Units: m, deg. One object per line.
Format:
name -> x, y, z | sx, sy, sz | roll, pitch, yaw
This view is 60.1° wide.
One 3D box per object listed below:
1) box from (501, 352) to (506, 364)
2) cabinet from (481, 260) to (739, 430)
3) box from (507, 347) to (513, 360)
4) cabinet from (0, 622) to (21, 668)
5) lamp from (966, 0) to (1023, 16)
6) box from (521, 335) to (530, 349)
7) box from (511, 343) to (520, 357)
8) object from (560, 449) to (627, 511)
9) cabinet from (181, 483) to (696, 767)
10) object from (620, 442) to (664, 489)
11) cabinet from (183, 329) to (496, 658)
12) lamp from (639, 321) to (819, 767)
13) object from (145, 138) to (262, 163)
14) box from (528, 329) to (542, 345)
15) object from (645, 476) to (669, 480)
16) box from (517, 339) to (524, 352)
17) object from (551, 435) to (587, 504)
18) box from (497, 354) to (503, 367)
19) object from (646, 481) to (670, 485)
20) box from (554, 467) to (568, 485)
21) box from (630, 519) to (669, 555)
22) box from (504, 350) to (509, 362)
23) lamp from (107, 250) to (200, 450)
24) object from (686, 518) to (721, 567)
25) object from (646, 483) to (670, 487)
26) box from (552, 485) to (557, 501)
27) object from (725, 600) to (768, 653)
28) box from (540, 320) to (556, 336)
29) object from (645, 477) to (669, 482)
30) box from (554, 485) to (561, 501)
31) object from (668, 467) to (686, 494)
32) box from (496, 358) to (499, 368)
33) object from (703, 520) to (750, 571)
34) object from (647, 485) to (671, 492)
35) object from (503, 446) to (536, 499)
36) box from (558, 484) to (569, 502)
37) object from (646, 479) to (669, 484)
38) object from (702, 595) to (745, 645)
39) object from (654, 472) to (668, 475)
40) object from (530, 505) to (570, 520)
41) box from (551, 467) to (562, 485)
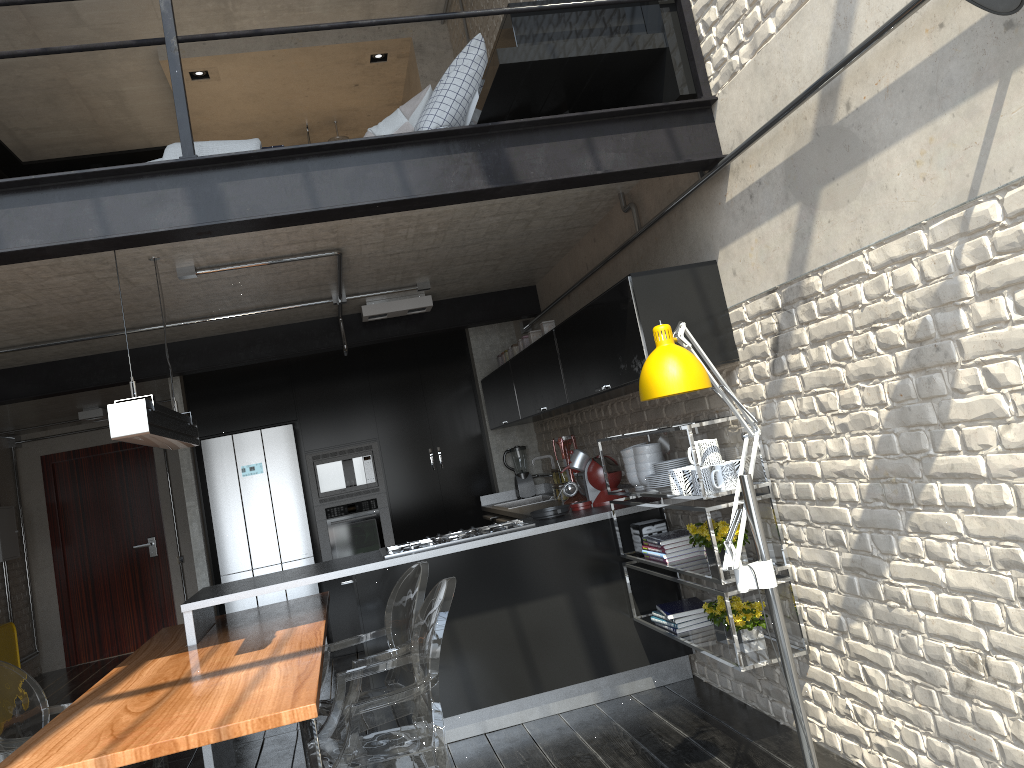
box -> -0.029, -0.185, 6.562 | 0.081, 0.111, 0.080 | -10, -6, -12
cabinet -> 0.318, -0.061, 5.414 | 0.400, 0.424, 3.860 | -10, -4, -12
box -> 0.018, -0.210, 6.338 | 0.081, 0.111, 0.080 | -10, -6, -12
cabinet -> -3.880, 2.161, 5.764 | 0.549, 0.775, 2.181 | -10, -5, -12
lamp -> 0.988, -0.899, 1.784 | 0.359, 0.308, 0.176 | -8, -7, -30
box -> 0.114, -0.264, 5.841 | 0.081, 0.111, 0.080 | -10, -6, -12
box -> 0.045, -0.226, 6.196 | 0.081, 0.111, 0.080 | -10, -6, -12
object -> 0.471, 0.530, 5.083 | 0.351, 0.343, 0.218 | -8, -7, -28
cabinet -> -0.552, 1.378, 5.663 | 2.436, 1.012, 2.722 | -10, -4, -12
object -> 0.659, 0.406, 4.410 | 0.150, 0.218, 0.307 | -9, -5, -15
cabinet -> -1.338, 0.900, 7.402 | 2.325, 2.493, 0.548 | -10, -7, -12
lamp -> 0.768, 0.550, 2.011 | 0.630, 1.630, 1.561 | -11, -6, 1
object -> -1.647, -0.858, 4.982 | 0.683, 0.664, 2.496 | -10, -4, -11
box -> 0.153, -0.285, 5.655 | 0.081, 0.111, 0.080 | -10, -6, -12
object -> 0.730, 0.418, 4.008 | 0.252, 0.031, 0.249 | -7, -6, -43
box -> 0.089, -0.250, 5.973 | 0.081, 0.111, 0.080 | -10, -6, -12
object -> 0.363, 0.550, 5.710 | 0.210, 0.430, 0.201 | -11, -7, 3
box -> -0.061, -0.169, 6.704 | 0.081, 0.111, 0.080 | -10, -6, -12
object -> 0.734, 0.442, 4.005 | 0.252, 0.031, 0.249 | -7, -6, -43
box -> 0.344, 0.624, 6.014 | 0.081, 0.111, 0.080 | -9, -7, -17
box -> 0.694, 0.764, 4.419 | 0.150, 0.151, 0.149 | -10, -6, -12
box -> -0.009, -0.196, 6.470 | 0.081, 0.111, 0.080 | -10, -6, -12
lamp -> -1.448, -0.206, 3.511 | 0.125, 0.897, 1.078 | -9, -6, -12
object -> 0.840, 0.666, 3.759 | 0.175, 0.193, 0.181 | -12, -6, 10
object -> 0.736, 0.450, 4.004 | 0.252, 0.031, 0.249 | -7, -6, -43
box -> 0.327, 0.748, 6.129 | 0.081, 0.111, 0.080 | -10, -6, -7
object -> 0.942, 0.958, 3.536 | 0.175, 0.193, 0.181 | -12, -6, 10
box -> 0.221, -0.322, 5.322 | 0.081, 0.111, 0.080 | -10, -6, -12
object -> 0.731, 0.426, 4.007 | 0.252, 0.031, 0.249 | -7, -6, -43
box -> 0.346, 0.739, 6.047 | 0.081, 0.111, 0.080 | -9, -7, -17
object -> 0.718, 0.411, 3.791 | 0.082, 0.101, 0.108 | -14, -6, 22
box -> -0.068, -0.161, 6.796 | 0.081, 0.111, 0.080 | -10, -6, -12
object -> 0.876, 0.646, 3.575 | 0.182, 0.193, 0.174 | -11, -6, 0
object -> 0.737, 0.458, 4.003 | 0.252, 0.031, 0.249 | -7, -6, -43
object -> 0.056, 0.714, 7.167 | 0.224, 0.426, 0.160 | -10, -7, -12
box -> 0.358, 0.731, 5.969 | 0.081, 0.111, 0.080 | -11, -6, -2
object -> 0.733, 0.434, 4.006 | 0.252, 0.031, 0.249 | -7, -6, -43
object -> 0.903, 0.978, 3.712 | 0.182, 0.193, 0.174 | -11, -6, 0
object -> 0.728, 0.404, 4.009 | 0.171, 0.030, 0.169 | -11, -4, -8
object -> 0.202, 0.715, 4.880 | 0.226, 0.050, 0.310 | -12, -4, 17
box -> 0.328, 0.633, 6.097 | 0.081, 0.111, 0.080 | -6, -8, -37
